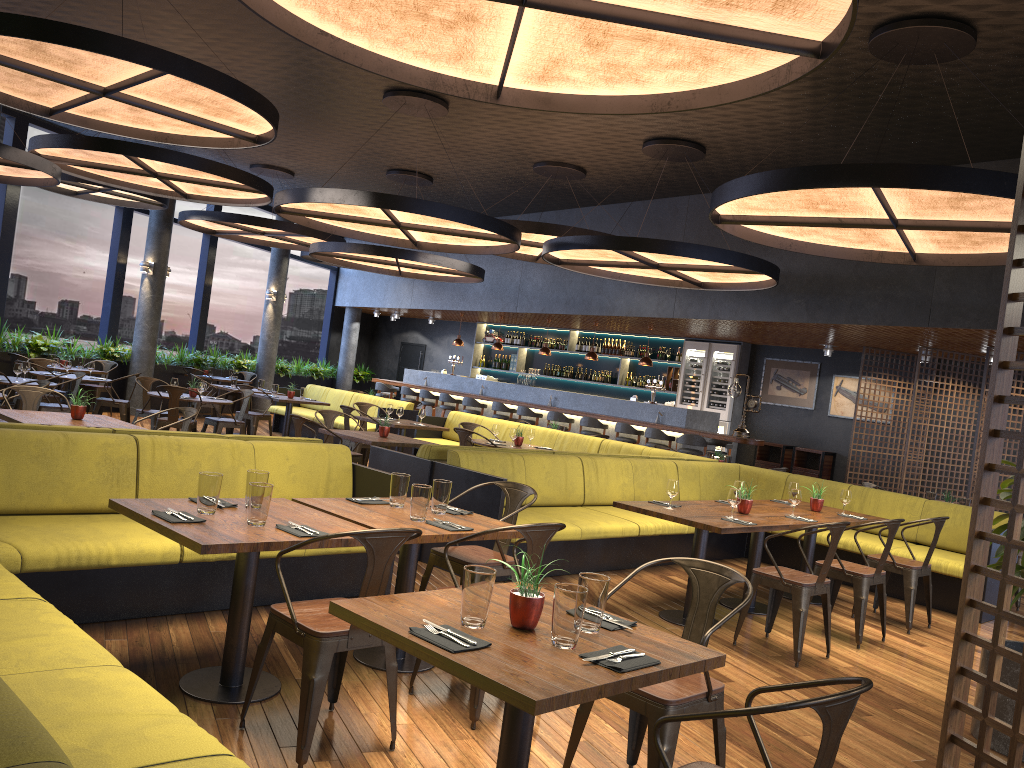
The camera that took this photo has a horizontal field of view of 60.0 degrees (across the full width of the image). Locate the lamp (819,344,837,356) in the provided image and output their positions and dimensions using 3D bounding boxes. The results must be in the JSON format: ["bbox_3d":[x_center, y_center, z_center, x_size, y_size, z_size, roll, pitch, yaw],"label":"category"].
[{"bbox_3d":[5.047,-0.535,14.150,0.228,0.172,0.228,8,1,45],"label":"lamp"}]

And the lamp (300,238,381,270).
[{"bbox_3d":[-3.395,-3.073,18.735,1.979,1.093,1.979,8,0,8],"label":"lamp"}]

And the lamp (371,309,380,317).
[{"bbox_3d":[-3.294,-1.722,21.612,0.228,0.172,0.228,8,1,45],"label":"lamp"}]

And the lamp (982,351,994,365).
[{"bbox_3d":[6.341,-0.341,11.717,0.228,0.172,0.228,8,1,45],"label":"lamp"}]

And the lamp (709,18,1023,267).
[{"bbox_3d":[2.996,-1.872,6.702,2.778,1.475,2.778,7,1,-45],"label":"lamp"}]

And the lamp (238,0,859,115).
[{"bbox_3d":[0.137,-2.309,3.902,2.778,1.362,2.778,8,0,9],"label":"lamp"}]

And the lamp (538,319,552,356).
[{"bbox_3d":[0.662,-0.885,16.788,0.250,0.673,0.250,8,0,-13],"label":"lamp"}]

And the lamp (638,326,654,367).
[{"bbox_3d":[2.322,-0.648,15.124,0.250,0.673,0.250,8,0,-13],"label":"lamp"}]

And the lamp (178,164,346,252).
[{"bbox_3d":[-4.187,-3.090,15.213,2.778,1.159,2.778,8,0,-10],"label":"lamp"}]

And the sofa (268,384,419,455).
[{"bbox_3d":[-2.927,0.575,14.934,3.061,0.914,0.966,8,1,45],"label":"sofa"}]

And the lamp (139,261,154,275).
[{"bbox_3d":[-6.312,-2.007,15.240,0.215,0.215,0.189,8,0,12],"label":"lamp"}]

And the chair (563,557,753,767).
[{"bbox_3d":[0.566,1.141,3.346,0.541,0.917,0.504,7,1,-45],"label":"chair"}]

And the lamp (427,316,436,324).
[{"bbox_3d":[-1.940,-1.537,21.372,0.228,0.172,0.228,8,1,45],"label":"lamp"}]

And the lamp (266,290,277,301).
[{"bbox_3d":[-5.079,-1.870,18.597,0.215,0.215,0.189,8,0,6],"label":"lamp"}]

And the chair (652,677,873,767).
[{"bbox_3d":[0.581,1.151,2.304,0.504,0.917,0.541,7,1,-45],"label":"chair"}]

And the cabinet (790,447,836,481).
[{"bbox_3d":[4.948,1.591,14.719,0.553,1.007,0.473,8,1,45],"label":"cabinet"}]

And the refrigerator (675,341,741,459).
[{"bbox_3d":[3.597,0.307,16.260,1.159,2.109,0.454,8,1,45],"label":"refrigerator"}]

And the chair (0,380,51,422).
[{"bbox_3d":[-4.642,0.398,8.218,0.541,0.917,0.504,7,1,-45],"label":"chair"}]

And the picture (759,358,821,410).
[{"bbox_3d":[4.800,-0.014,15.376,1.039,0.809,0.028,8,1,45],"label":"picture"}]

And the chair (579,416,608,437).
[{"bbox_3d":[1.304,1.076,14.910,0.438,1.048,0.483,7,1,-31],"label":"chair"}]

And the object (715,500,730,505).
[{"bbox_3d":[1.770,0.958,7.119,0.157,0.019,0.255,7,1,-45],"label":"object"}]

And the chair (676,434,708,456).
[{"bbox_3d":[2.664,1.271,13.473,0.483,1.048,0.438,8,1,37],"label":"chair"}]

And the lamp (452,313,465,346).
[{"bbox_3d":[-1.087,-1.136,18.544,0.250,0.673,0.250,8,1,32],"label":"lamp"}]

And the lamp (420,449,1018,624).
[{"bbox_3d":[3.675,0.605,9.146,3.017,2.714,9.057,8,1,45],"label":"lamp"}]

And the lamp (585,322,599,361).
[{"bbox_3d":[1.473,-0.769,15.975,0.250,0.673,0.250,8,0,-13],"label":"lamp"}]

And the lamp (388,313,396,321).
[{"bbox_3d":[-3.001,-1.689,22.437,0.228,0.172,0.228,8,1,45],"label":"lamp"}]

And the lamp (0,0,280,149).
[{"bbox_3d":[-3.274,-2.899,7.269,2.778,1.159,2.778,8,1,35],"label":"lamp"}]

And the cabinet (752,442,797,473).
[{"bbox_3d":[4.460,1.521,15.209,0.553,1.007,0.473,8,1,45],"label":"cabinet"}]

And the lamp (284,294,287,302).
[{"bbox_3d":[-4.950,-1.857,19.146,0.215,0.215,0.189,8,1,24],"label":"lamp"}]

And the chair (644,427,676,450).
[{"bbox_3d":[2.244,1.211,13.881,0.438,1.048,0.483,8,1,-16],"label":"chair"}]

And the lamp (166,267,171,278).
[{"bbox_3d":[-6.162,-1.992,15.783,0.215,0.215,0.189,8,1,20],"label":"lamp"}]

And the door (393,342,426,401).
[{"bbox_3d":[-2.646,-0.029,22.757,1.012,2.056,0.137,8,1,45],"label":"door"}]

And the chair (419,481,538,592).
[{"bbox_3d":[-0.191,1.024,5.105,0.541,0.917,0.504,7,1,-45],"label":"chair"}]

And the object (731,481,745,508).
[{"bbox_3d":[1.770,0.864,6.944,0.097,0.206,0.097,8,0,1],"label":"object"}]

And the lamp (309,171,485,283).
[{"bbox_3d":[-1.726,-2.570,14.131,2.778,1.475,2.778,8,0,9],"label":"lamp"}]

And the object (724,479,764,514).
[{"bbox_3d":[1.743,0.828,6.607,0.238,0.271,0.260,7,1,-24],"label":"object"}]

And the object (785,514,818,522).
[{"bbox_3d":[2.172,1.015,6.726,0.157,0.019,0.255,7,1,-45],"label":"object"}]

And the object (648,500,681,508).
[{"bbox_3d":[1.135,0.878,6.474,0.157,0.019,0.255,7,1,-45],"label":"object"}]

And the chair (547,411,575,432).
[{"bbox_3d":[0.793,1.003,15.392,0.483,1.048,0.438,8,0,5],"label":"chair"}]

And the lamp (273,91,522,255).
[{"bbox_3d":[-1.187,-2.463,10.062,2.778,1.475,2.778,8,0,4],"label":"lamp"}]

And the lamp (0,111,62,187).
[{"bbox_3d":[-6.609,-3.270,10.104,2.778,1.362,2.778,8,0,14],"label":"lamp"}]

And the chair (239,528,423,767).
[{"bbox_3d":[-0.694,0.970,3.521,0.504,0.917,0.541,7,1,-45],"label":"chair"}]

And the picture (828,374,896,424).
[{"bbox_3d":[5.695,0.239,14.463,1.039,0.697,0.028,8,1,45],"label":"picture"}]

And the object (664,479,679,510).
[{"bbox_3d":[1.134,0.784,6.300,0.097,0.206,0.097,8,0,1],"label":"object"}]

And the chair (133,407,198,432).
[{"bbox_3d":[-2.949,0.633,7.344,0.541,0.917,0.504,7,1,-45],"label":"chair"}]

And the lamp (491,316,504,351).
[{"bbox_3d":[-0.249,-1.016,17.703,0.250,0.673,0.250,8,0,-13],"label":"lamp"}]

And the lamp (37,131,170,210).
[{"bbox_3d":[-6.182,-3.403,13.420,1.979,1.093,1.979,8,0,8],"label":"lamp"}]

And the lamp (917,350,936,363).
[{"bbox_3d":[5.992,-0.397,12.850,0.228,0.172,0.228,8,1,45],"label":"lamp"}]

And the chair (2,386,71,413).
[{"bbox_3d":[-3.962,0.497,7.342,0.504,0.917,0.541,7,1,-45],"label":"chair"}]

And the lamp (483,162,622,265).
[{"bbox_3d":[0.592,-2.422,12.379,2.778,1.159,2.778,8,0,5],"label":"lamp"}]

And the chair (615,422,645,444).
[{"bbox_3d":[1.853,1.155,14.366,0.483,1.048,0.438,8,1,16],"label":"chair"}]

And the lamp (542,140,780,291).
[{"bbox_3d":[1.827,-2.062,10.536,2.778,1.475,2.778,7,1,-41],"label":"lamp"}]

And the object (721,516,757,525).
[{"bbox_3d":[1.537,0.935,6.081,0.157,0.019,0.255,7,1,-45],"label":"object"}]

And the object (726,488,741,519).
[{"bbox_3d":[1.563,0.842,6.254,0.097,0.206,0.097,8,0,1],"label":"object"}]

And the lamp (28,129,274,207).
[{"bbox_3d":[-4.285,-3.066,10.857,2.778,1.159,2.778,8,1,22],"label":"lamp"}]

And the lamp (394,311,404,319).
[{"bbox_3d":[-2.720,-1.639,21.012,0.228,0.172,0.228,8,1,45],"label":"lamp"}]

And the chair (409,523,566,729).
[{"bbox_3d":[-0.087,1.046,4.137,0.504,0.917,0.541,7,1,-45],"label":"chair"}]

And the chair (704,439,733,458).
[{"bbox_3d":[3.172,1.336,13.934,0.483,1.048,0.438,8,1,16],"label":"chair"}]
